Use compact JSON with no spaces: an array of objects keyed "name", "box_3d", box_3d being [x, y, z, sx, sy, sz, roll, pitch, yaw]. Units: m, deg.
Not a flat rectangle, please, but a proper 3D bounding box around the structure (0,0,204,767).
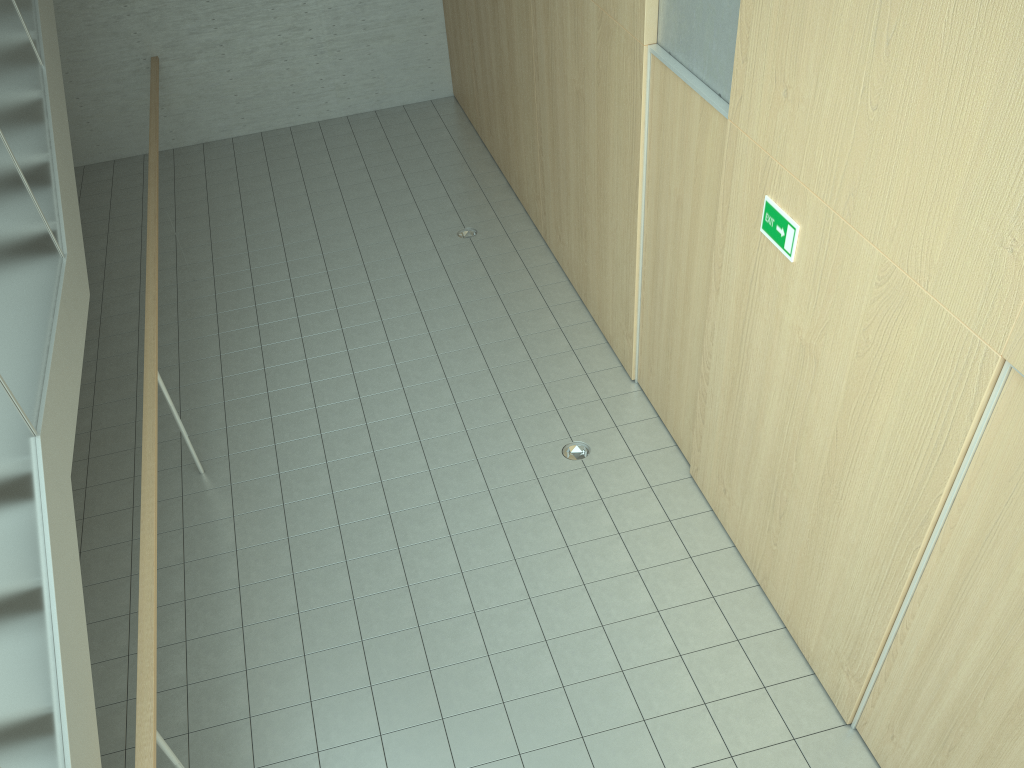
[{"name":"structure","box_3d":[-3.019,-0.558,3.978,1.867,4.953,10.898,-15,44,-10]}]
